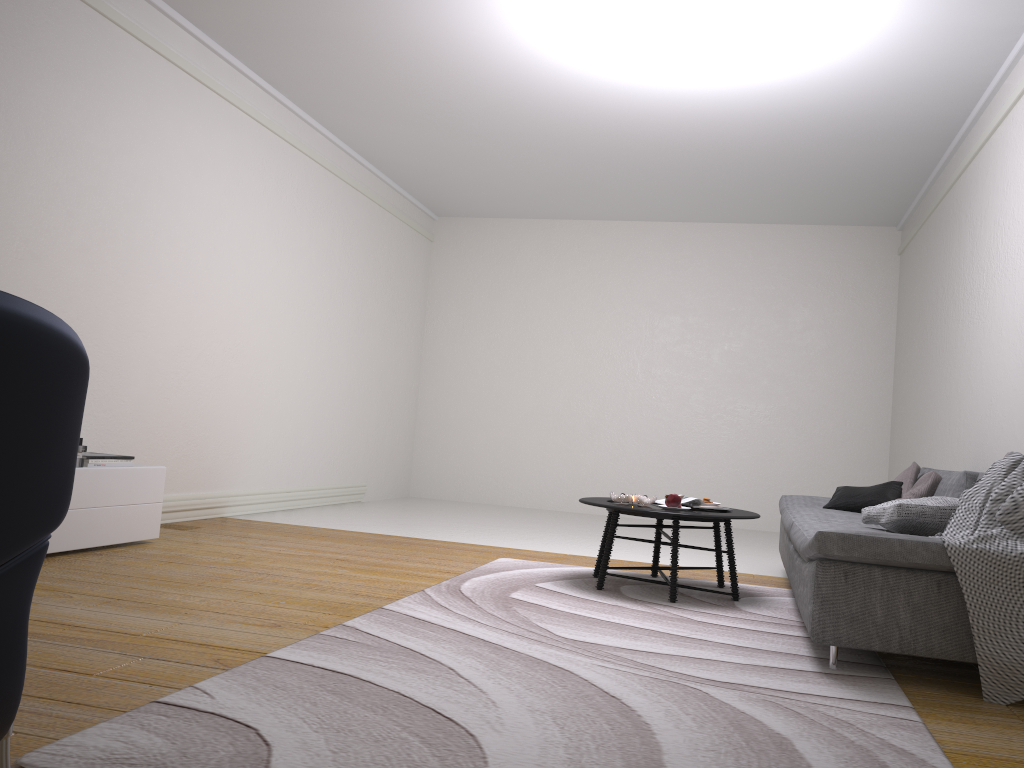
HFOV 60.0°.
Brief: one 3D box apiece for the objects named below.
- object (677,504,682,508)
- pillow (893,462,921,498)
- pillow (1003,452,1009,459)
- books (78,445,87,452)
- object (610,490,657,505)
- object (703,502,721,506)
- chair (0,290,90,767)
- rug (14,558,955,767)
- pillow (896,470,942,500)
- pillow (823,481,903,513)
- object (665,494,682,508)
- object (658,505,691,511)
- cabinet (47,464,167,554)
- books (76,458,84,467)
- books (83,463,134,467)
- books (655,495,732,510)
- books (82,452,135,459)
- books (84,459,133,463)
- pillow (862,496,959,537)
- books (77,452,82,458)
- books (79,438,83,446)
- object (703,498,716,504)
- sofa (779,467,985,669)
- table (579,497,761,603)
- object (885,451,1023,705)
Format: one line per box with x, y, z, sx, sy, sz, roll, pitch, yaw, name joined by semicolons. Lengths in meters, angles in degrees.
0.860;0.628;4.585;0.035;0.036;0.044;3;-4;23;object
2.381;0.700;5.551;0.346;0.448;0.487;2;-4;35;pillow
1.885;0.452;3.407;0.239;0.390;0.430;4;-4;15;pillow
-2.281;0.298;4.234;0.285;0.031;0.354;4;-4;15;books
0.646;0.609;4.713;0.249;0.062;0.257;3;-4;22;object
1.085;0.669;4.959;0.168;0.015;0.167;5;-4;-4;object
-0.637;0.313;0.584;0.519;0.803;0.583;4;-4;13;chair
0.399;0.964;3.346;1.933;0.008;3.740;4;-4;15;rug
2.286;0.648;5.125;0.335;0.318;0.426;4;-4;14;pillow
2.124;0.706;5.350;0.413;0.268;0.409;2;-4;34;pillow
0.828;0.600;4.527;0.090;0.082;0.108;8;-5;-41;object
0.832;0.636;4.535;0.170;0.015;0.164;7;-4;-31;object
-2.317;0.597;4.395;0.455;0.400;1.211;4;-4;15;cabinet
-2.284;0.366;4.229;0.257;0.044;0.355;3;-4;17;books
-2.182;0.409;4.588;0.252;0.019;0.346;4;-4;15;books
0.978;0.641;4.838;0.374;0.048;0.303;5;-4;-7;books
-2.190;0.372;4.590;0.272;0.016;0.344;4;-4;16;books
-2.183;0.389;4.583;0.252;0.019;0.339;4;-4;13;books
1.799;0.583;3.899;0.406;0.194;0.404;5;-4;1;pillow
-2.275;0.328;4.219;0.257;0.031;0.331;4;-4;13;books
-2.277;0.263;4.223;0.256;0.038;0.328;3;-4;17;books
1.087;0.657;4.961;0.122;0.036;0.117;6;-4;-24;object
1.946;0.789;4.419;1.092;0.772;3.084;4;-4;15;sofa
0.804;0.865;4.643;0.937;0.449;0.951;4;-4;11;table
1.709;0.660;3.161;0.628;0.866;0.872;6;-4;-20;object
